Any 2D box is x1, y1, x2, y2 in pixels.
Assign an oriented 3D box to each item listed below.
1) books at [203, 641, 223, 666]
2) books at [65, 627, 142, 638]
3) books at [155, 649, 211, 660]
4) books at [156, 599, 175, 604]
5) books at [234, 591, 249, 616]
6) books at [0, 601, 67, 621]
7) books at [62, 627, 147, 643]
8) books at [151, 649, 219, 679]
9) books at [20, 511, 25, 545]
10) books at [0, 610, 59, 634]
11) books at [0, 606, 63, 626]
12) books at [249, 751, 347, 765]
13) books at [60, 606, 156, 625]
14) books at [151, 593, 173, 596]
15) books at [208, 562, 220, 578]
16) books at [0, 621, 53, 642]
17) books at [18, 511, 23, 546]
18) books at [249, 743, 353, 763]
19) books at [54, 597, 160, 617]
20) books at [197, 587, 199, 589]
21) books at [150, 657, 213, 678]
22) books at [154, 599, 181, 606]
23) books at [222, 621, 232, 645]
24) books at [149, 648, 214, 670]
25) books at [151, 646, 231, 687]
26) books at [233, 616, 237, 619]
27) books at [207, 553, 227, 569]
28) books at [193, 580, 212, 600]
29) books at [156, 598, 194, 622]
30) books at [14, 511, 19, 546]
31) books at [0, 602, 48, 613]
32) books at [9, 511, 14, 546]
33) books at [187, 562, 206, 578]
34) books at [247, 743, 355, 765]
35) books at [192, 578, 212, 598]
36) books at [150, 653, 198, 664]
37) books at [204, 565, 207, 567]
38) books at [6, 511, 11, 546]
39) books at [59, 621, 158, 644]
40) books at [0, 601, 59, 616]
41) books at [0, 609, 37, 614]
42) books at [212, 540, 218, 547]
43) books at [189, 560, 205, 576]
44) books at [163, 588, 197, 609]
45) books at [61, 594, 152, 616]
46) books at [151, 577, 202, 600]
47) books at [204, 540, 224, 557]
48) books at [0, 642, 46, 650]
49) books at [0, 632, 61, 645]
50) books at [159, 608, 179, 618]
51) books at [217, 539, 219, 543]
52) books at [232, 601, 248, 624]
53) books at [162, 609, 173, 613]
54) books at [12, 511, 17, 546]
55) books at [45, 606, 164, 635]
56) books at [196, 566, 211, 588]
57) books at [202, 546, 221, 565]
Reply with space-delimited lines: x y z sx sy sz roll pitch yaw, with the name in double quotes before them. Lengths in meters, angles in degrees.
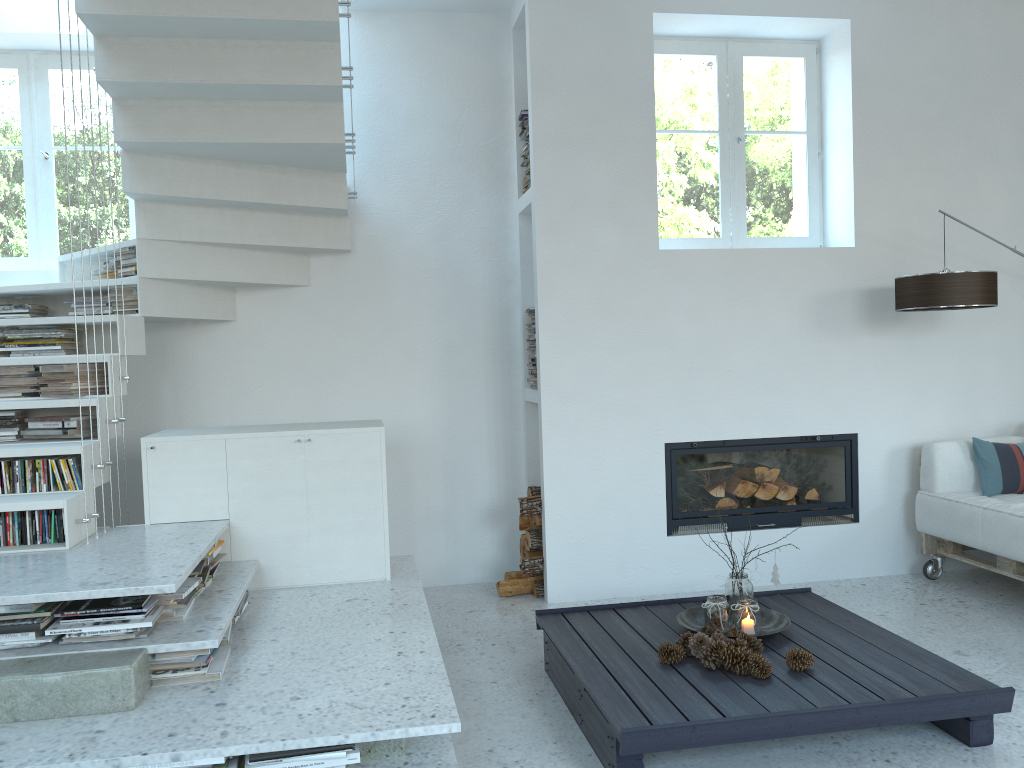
"books" -1.018 0.849 2.787 0.168 0.012 0.210 -2 2 -6
"books" -1.241 0.742 2.730 0.208 0.015 0.152 -2 2 -13
"books" -1.022 0.808 2.785 0.157 0.025 0.233 -2 2 -15
"books" -1.184 0.698 2.961 0.153 0.009 0.260 -2 2 -7
"books" -1.109 0.835 3.348 0.190 0.018 0.287 -2 2 -11
"books" -1.514 0.682 2.667 0.281 0.013 0.168 -2 2 -13
"books" -1.240 0.756 2.724 0.212 0.014 0.161 -2 2 -6
"books" -1.024 0.871 2.787 0.164 0.006 0.264 -2 2 -9
"books" -1.807 0.529 3.319 0.010 0.125 0.125 -2 2 -10
"books" -1.514 0.716 2.671 0.230 0.026 0.177 -2 2 -10
"books" -1.513 0.699 2.666 0.250 0.009 0.187 -2 2 -10
"books" -0.554 0.953 2.340 0.243 0.015 0.164 -2 2 -6
"books" -1.244 0.709 2.739 0.242 0.012 0.137 -2 2 -9
"books" -1.189 0.670 2.959 0.154 0.018 0.220 -2 2 -9
"books" -1.270 0.747 3.535 0.177 0.011 0.220 -2 2 -12
"books" -1.514 0.743 2.682 0.189 0.028 0.155 -2 2 -9
"books" -1.819 0.529 3.317 0.012 0.125 0.125 -2 2 -10
"books" -0.552 0.929 2.325 0.256 0.014 0.192 -2 2 -14
"books" -1.244 0.688 2.734 0.269 0.009 0.132 -2 2 -6
"books" -1.223 0.726 3.239 0.177 0.015 0.214 -2 2 -9
"books" -1.024 0.864 2.786 0.159 0.008 0.285 -2 2 -12
"books" -1.181 0.709 2.962 0.168 0.012 0.210 -2 2 -9
"books" -1.062 0.867 3.068 0.169 0.019 0.232 -2 2 -15
"books" -1.023 0.837 2.786 0.159 0.012 0.292 -2 2 -7
"books" -1.004 0.885 2.791 0.200 0.023 0.262 -2 2 -12
"books" -1.116 0.855 3.347 0.161 0.005 0.254 -2 2 -14
"books" -1.262 0.713 3.535 0.181 0.008 0.281 -2 2 -5
"books" -1.218 0.757 3.241 0.174 0.007 0.291 -2 2 -7
"books" -1.172 0.759 2.965 0.177 0.015 0.216 -2 2 -12
"books" -1.829 0.530 3.315 0.008 0.125 0.125 -2 2 -10
"books" -1.513 0.650 2.653 0.237 0.022 0.189 -2 2 -5
"books" -1.847 0.531 3.312 0.010 0.125 0.125 -2 2 -10
"books" -1.226 0.688 3.237 0.172 0.013 0.245 -2 2 -11
"books" -0.553 0.940 2.333 0.266 0.010 0.176 -2 2 -14
"books" -1.218 0.751 3.241 0.165 0.005 0.287 -2 2 -5
"books" -1.035 0.827 2.783 0.132 0.010 0.257 -2 2 -6
"books" -1.282 0.703 3.531 0.160 0.014 0.268 -2 2 -11
"books" -1.857 0.531 3.310 0.008 0.125 0.125 -2 2 -10
"books" -1.242 0.767 2.740 0.249 0.009 0.144 -2 2 -10
"books" -1.515 0.672 2.668 0.260 0.007 0.171 -2 2 -12
"books" -1.515 0.665 2.668 0.208 0.008 0.170 -2 2 -7
"books" -1.265 0.622 3.531 0.181 0.013 0.285 -2 2 -15
"books" -1.220 0.676 3.238 0.173 0.011 0.203 -2 2 -15
"books" -1.170 0.721 2.964 0.189 0.013 0.215 -2 2 -11
"books" -1.244 0.677 2.730 0.228 0.014 0.149 -2 2 -12
"books" -1.163 0.685 2.964 0.190 0.015 0.230 -2 2 -5
"books" -1.267 0.659 3.532 0.179 0.012 0.261 -2 2 -6
"books" -1.513 0.774 2.681 0.230 0.020 0.142 -2 2 -5
"books" -1.513 0.761 2.677 0.292 0.007 0.154 -2 2 -7
"books" -1.187 0.746 2.962 0.148 0.013 0.227 -2 2 -12
"books" -1.275 0.641 3.530 0.167 0.024 0.192 -2 2 -5
"books" -1.110 0.867 3.349 0.177 0.018 0.250 -2 2 -7
"books" -1.193 0.734 2.960 0.131 0.012 0.207 -2 2 -14
"books" -1.837 0.530 3.314 0.010 0.125 0.125 -2 2 -10
"books" -1.240 0.722 2.716 0.297 0.014 0.184 -2 2 -11
"books" -1.208 0.711 3.241 0.187 0.014 0.273 -2 2 -15
"books" -1.274 0.680 3.532 0.177 0.030 0.284 -2 2 -9
